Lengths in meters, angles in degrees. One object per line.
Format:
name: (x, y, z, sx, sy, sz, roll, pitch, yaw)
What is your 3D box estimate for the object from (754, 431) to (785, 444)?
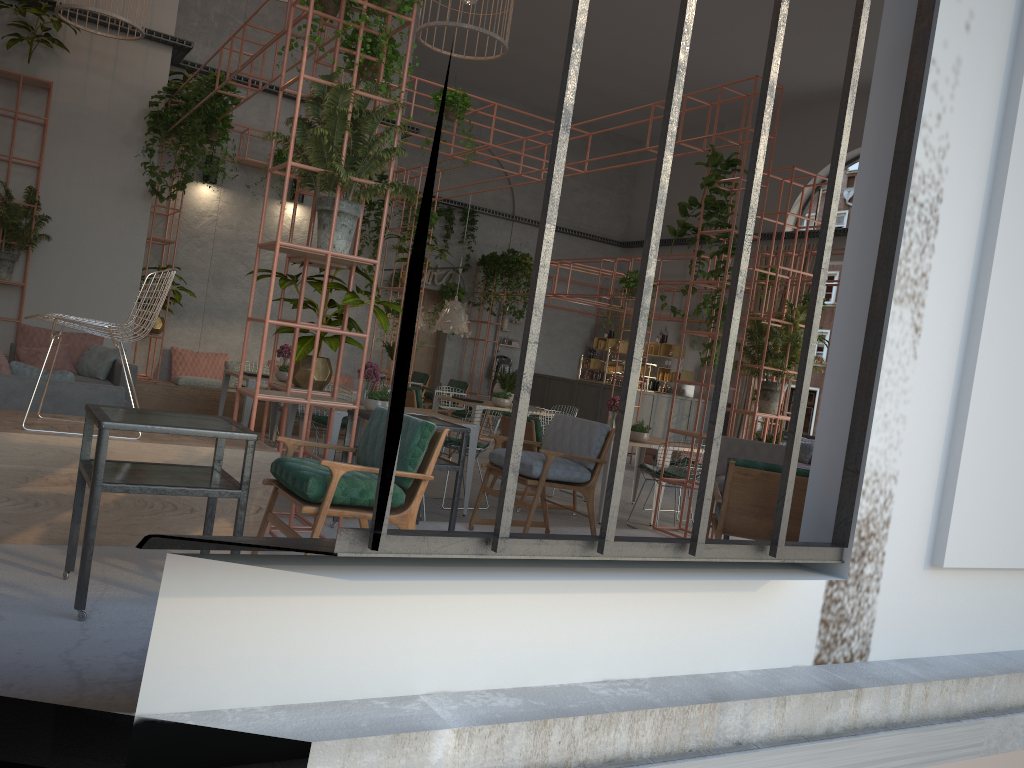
object: (3.590, 0.894, 12.384, 0.438, 0.527, 0.368, 8, 2, -31)

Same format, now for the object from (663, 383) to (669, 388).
object: (3.320, 0.027, 19.096, 0.115, 0.107, 0.115, 9, 2, 25)

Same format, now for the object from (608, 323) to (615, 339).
object: (2.382, -1.262, 21.069, 0.134, 0.386, 0.134, 9, 2, 3)

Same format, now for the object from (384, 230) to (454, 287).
object: (-1.393, -1.863, 13.081, 0.934, 0.947, 0.903, 9, 2, 21)

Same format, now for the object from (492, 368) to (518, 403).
object: (-0.062, 0.029, 11.878, 0.438, 0.527, 0.368, 8, 2, -31)

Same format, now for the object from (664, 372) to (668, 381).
object: (3.303, -0.155, 19.000, 0.069, 0.191, 0.069, 9, 2, 5)

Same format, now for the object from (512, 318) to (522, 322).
object: (0.122, -1.503, 20.687, 0.263, 0.101, 0.013, 8, 2, -31)

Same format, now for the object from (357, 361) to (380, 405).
object: (-1.357, -0.007, 8.335, 0.213, 0.414, 0.225, 7, 2, -39)

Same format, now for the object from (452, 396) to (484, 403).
object: (-0.590, 0.205, 11.775, 0.268, 0.031, 0.427, 8, 2, -31)

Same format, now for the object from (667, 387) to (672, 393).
object: (3.372, 0.132, 18.973, 0.073, 0.131, 0.073, 7, 2, -38)

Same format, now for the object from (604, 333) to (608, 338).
object: (2.226, -1.151, 21.026, 0.088, 0.123, 0.088, 9, 2, 25)

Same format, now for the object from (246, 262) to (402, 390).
object: (-1.185, -0.415, 5.724, 0.934, 0.923, 0.903, 9, 2, 26)

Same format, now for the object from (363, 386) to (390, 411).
object: (-1.153, 0.127, 7.646, 0.247, 0.247, 0.252, 8, 2, -31)

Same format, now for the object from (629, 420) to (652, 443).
object: (1.284, 0.477, 9.064, 0.247, 0.247, 0.252, 8, 2, -31)

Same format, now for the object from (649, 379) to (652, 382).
object: (3.031, 0.004, 19.588, 0.072, 0.248, 0.094, 8, 2, -31)

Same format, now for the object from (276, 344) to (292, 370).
object: (-2.741, -0.279, 10.685, 0.213, 0.414, 0.225, 7, 2, -39)

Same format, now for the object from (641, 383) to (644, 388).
object: (2.907, -0.001, 19.643, 0.073, 0.219, 0.105, 8, 2, -25)

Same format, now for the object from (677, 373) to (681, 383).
object: (3.542, -0.118, 18.680, 0.131, 0.207, 0.131, 9, 2, 14)

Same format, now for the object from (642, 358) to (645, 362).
object: (2.900, -0.500, 19.806, 0.115, 0.147, 0.115, 8, 2, -22)

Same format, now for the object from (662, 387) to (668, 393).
object: (3.280, 0.129, 19.012, 0.115, 0.107, 0.115, 9, 2, 26)

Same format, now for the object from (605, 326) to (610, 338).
object: (2.309, -1.235, 21.253, 0.134, 0.301, 0.134, 7, 2, -42)

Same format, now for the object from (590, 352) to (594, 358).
object: (1.931, -0.690, 21.452, 0.115, 0.147, 0.115, 9, 2, 14)

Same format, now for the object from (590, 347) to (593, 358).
object: (1.940, -0.765, 21.574, 0.066, 0.291, 0.066, 8, 2, -24)

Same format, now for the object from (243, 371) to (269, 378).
object: (-2.991, -0.113, 10.325, 0.268, 0.031, 0.427, 8, 2, -31)

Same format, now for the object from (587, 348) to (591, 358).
object: (1.875, -0.774, 21.534, 0.066, 0.291, 0.066, 9, 2, 29)

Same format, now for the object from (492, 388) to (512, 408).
object: (-0.132, 0.175, 11.441, 0.248, 0.247, 0.254, 8, 2, -31)

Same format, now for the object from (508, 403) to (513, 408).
object: (0.002, 0.276, 11.714, 0.115, 0.078, 0.115, 8, 2, -25)

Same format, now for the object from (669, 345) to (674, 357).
object: (3.459, -0.698, 19.080, 0.137, 0.261, 0.137, 9, 2, 5)

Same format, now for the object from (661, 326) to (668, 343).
object: (3.351, -1.071, 19.423, 0.134, 0.386, 0.134, 7, 2, -42)

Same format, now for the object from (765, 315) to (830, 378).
object: (3.912, -0.539, 12.304, 0.923, 0.946, 0.924, 9, 2, 25)

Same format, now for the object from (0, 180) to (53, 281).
object: (-5.671, -1.718, 9.983, 0.894, 1.097, 0.900, 8, 2, -2)

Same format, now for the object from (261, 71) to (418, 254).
object: (-0.989, -1.319, 5.259, 0.894, 1.101, 0.900, 9, 2, 23)

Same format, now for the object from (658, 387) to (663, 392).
object: (3.214, 0.116, 19.123, 0.115, 0.107, 0.115, 7, 2, -34)

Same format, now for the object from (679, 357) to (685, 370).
object: (3.616, -0.430, 18.847, 0.075, 0.273, 0.075, 7, 2, -42)

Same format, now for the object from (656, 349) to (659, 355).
object: (3.205, -0.684, 19.375, 0.123, 0.142, 0.141, 8, 2, -31)

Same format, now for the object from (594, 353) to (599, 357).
object: (2.043, -0.676, 21.520, 0.115, 0.147, 0.115, 9, 2, 14)

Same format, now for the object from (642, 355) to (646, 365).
object: (2.980, -0.565, 19.968, 0.066, 0.291, 0.066, 9, 2, 9)

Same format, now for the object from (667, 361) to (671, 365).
object: (3.369, -0.414, 19.010, 0.083, 0.159, 0.083, 9, 2, 14)

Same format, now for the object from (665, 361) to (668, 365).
object: (3.323, -0.423, 19.088, 0.083, 0.159, 0.083, 9, 2, 14)

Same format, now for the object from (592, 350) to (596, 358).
object: (2.011, -0.756, 21.614, 0.066, 0.291, 0.066, 9, 2, 9)

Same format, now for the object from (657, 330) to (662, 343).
object: (3.278, -1.045, 19.607, 0.134, 0.301, 0.134, 7, 2, -42)

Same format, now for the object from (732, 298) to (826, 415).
object: (2.545, -0.260, 8.525, 0.894, 1.100, 0.900, 8, 2, -2)

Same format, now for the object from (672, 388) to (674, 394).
object: (3.491, 0.147, 19.052, 0.073, 0.131, 0.073, 7, 2, -38)

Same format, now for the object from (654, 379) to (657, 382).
object: (3.151, 0.020, 19.663, 0.072, 0.248, 0.094, 8, 2, -31)

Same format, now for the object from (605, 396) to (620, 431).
object: (1.134, 0.336, 9.841, 0.213, 0.414, 0.225, 7, 2, -39)

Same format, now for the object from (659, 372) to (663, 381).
object: (3.221, -0.171, 19.140, 0.069, 0.191, 0.069, 8, 2, -19)

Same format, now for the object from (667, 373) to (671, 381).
object: (3.349, -0.146, 18.923, 0.069, 0.191, 0.069, 8, 2, -14)

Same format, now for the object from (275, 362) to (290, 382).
object: (-2.533, -0.144, 9.990, 0.248, 0.247, 0.254, 8, 2, -31)

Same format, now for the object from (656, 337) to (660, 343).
object: (3.195, -0.960, 19.380, 0.088, 0.123, 0.088, 9, 2, 25)

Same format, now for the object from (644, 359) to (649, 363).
object: (3.012, -0.485, 19.873, 0.115, 0.147, 0.115, 8, 2, -22)

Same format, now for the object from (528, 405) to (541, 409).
object: (0.289, 0.317, 12.188, 0.218, 0.041, 0.218, 8, 2, -22)

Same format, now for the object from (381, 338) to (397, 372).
object: (-1.739, -0.432, 13.139, 0.438, 0.527, 0.368, 8, 2, -31)

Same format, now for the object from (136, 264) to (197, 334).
object: (-4.548, -1.100, 11.344, 0.934, 0.919, 0.903, 9, 2, 31)

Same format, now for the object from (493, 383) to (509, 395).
object: (-0.143, 0.127, 12.201, 0.241, 0.313, 0.241, 9, 2, 14)
